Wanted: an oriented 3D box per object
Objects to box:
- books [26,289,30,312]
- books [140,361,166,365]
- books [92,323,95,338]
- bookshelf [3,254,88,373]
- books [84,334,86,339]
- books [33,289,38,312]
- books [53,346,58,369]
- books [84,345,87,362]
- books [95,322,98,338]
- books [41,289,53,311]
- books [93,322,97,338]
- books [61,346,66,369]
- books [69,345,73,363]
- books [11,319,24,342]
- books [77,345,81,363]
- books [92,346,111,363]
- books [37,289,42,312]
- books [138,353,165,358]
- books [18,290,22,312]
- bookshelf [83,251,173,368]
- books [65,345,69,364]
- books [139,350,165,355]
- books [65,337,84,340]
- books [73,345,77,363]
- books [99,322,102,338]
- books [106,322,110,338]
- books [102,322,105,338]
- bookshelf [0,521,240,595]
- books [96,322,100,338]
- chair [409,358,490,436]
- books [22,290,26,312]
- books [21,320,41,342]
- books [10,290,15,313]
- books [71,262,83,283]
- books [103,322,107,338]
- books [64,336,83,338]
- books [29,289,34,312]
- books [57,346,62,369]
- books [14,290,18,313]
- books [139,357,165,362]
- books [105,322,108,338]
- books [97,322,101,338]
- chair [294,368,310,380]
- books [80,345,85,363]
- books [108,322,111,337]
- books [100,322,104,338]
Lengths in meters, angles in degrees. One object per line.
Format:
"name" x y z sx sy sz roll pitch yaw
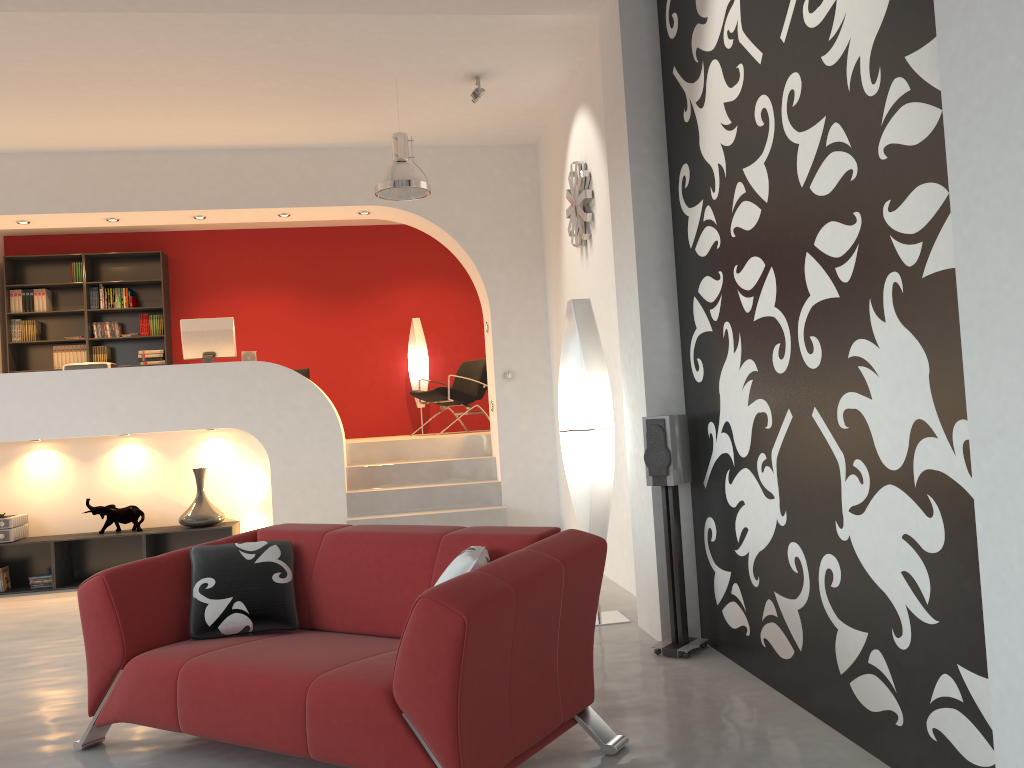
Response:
"books" -5.289 -0.897 9.758 0.040 0.260 0.200 -3 -2 -9
"books" -3.987 -0.229 9.912 0.260 0.040 0.200 -3 -2 -7
"books" -4.633 -0.582 9.863 0.031 0.190 0.135 -3 -2 -9
"bookshelf" -5.041 -0.292 9.736 0.816 2.213 0.305 -3 -2 -9
"books" -4.708 -0.576 9.852 0.063 0.187 0.135 -3 -2 -9
"books" -5.209 -0.902 9.771 0.040 0.260 0.200 -3 -2 -9
"books" -4.999 -0.281 9.775 0.040 0.260 0.200 -3 -2 -9
"books" -4.679 -0.299 9.824 0.040 0.260 0.200 -3 -2 -9
"books" -4.603 -0.584 9.868 0.031 0.190 0.135 -3 -2 -9
"books" -5.129 -0.906 9.783 0.040 0.260 0.200 -3 -2 -9
"books" -4.618 -0.583 9.866 0.031 0.190 0.135 -3 -2 -9
"books" -4.920 -0.285 9.787 0.040 0.260 0.200 -3 -2 -9
"books" -4.840 -0.290 9.799 0.040 0.260 0.200 -3 -2 -9
"books" -5.409 -0.571 9.738 0.090 0.256 0.181 -3 -2 -9
"books" -4.759 -0.294 9.812 0.040 0.260 0.200 -3 -2 -9
"books" -4.556 -0.296 9.854 0.146 0.240 0.170 -3 -2 -9
"books" -5.169 -0.904 9.777 0.040 0.260 0.200 -3 -2 -9
"books" -4.014 -0.308 9.907 0.260 0.040 0.200 -3 -2 -9
"books" -5.369 -0.892 9.746 0.040 0.260 0.200 -3 -2 -9
"bookshelf" -4.235 -0.338 9.859 0.816 2.213 0.305 -3 -2 -9
"books" -4.880 -0.288 9.793 0.040 0.260 0.200 -3 -2 -9
"books" -4.006 -0.349 9.902 0.260 0.040 0.200 -3 -2 -9
"books" -4.826 -0.498 9.831 0.190 0.015 0.135 -3 -2 -9
"books" -4.800 -0.292 9.805 0.040 0.260 0.200 -3 -2 -9
"books" -4.559 -0.587 9.875 0.031 0.190 0.135 -3 -2 -9
"books" -4.485 -0.591 9.886 0.031 0.190 0.135 -3 -2 -9
"books" -4.529 -0.588 9.879 0.031 0.190 0.135 -3 -2 -9
"bookshelf" -3.667 1.447 7.229 2.764 0.397 0.405 -3 -2 -9
"books" -4.588 -0.585 9.870 0.031 0.190 0.135 -3 -2 -9
"chair" -0.646 0.134 9.544 0.768 0.795 0.664 -2 -2 -34
"books" -5.330 -0.895 9.752 0.040 0.260 0.200 -3 -2 -9
"books" -5.290 -0.570 9.755 0.146 0.240 0.170 -3 -2 -9
"books" -5.449 -0.888 9.734 0.040 0.260 0.200 -3 -2 -9
"books" -4.789 -1.217 9.859 0.146 0.240 0.170 -3 -2 -9
"books" -4.514 -0.589 9.882 0.031 0.190 0.135 -3 -2 -9
"books" -4.846 -0.512 9.828 0.190 0.015 0.135 -3 -2 -9
"books" -5.250 -0.899 9.764 0.040 0.260 0.200 -3 -2 -9
"books" -4.959 -0.283 9.781 0.040 0.260 0.200 -3 -2 -9
"books" -5.409 -0.890 9.740 0.040 0.260 0.200 -3 -2 -9
"books" -4.008 -0.268 9.908 0.260 0.040 0.200 -3 -2 -9
"books" -4.500 -0.590 9.884 0.031 0.190 0.135 -3 -2 -9
"books" -4.574 -0.586 9.873 0.031 0.190 0.135 -3 -2 -9
"chair" -2.503 0.239 9.200 0.664 0.795 0.768 -4 -2 11
"books" -4.719 -0.297 9.818 0.040 0.260 0.200 -3 -2 -9
"books" -4.470 -0.592 9.888 0.031 0.190 0.135 -3 -2 -9
"books" -4.544 -0.587 9.877 0.031 0.190 0.135 -3 -2 -9
